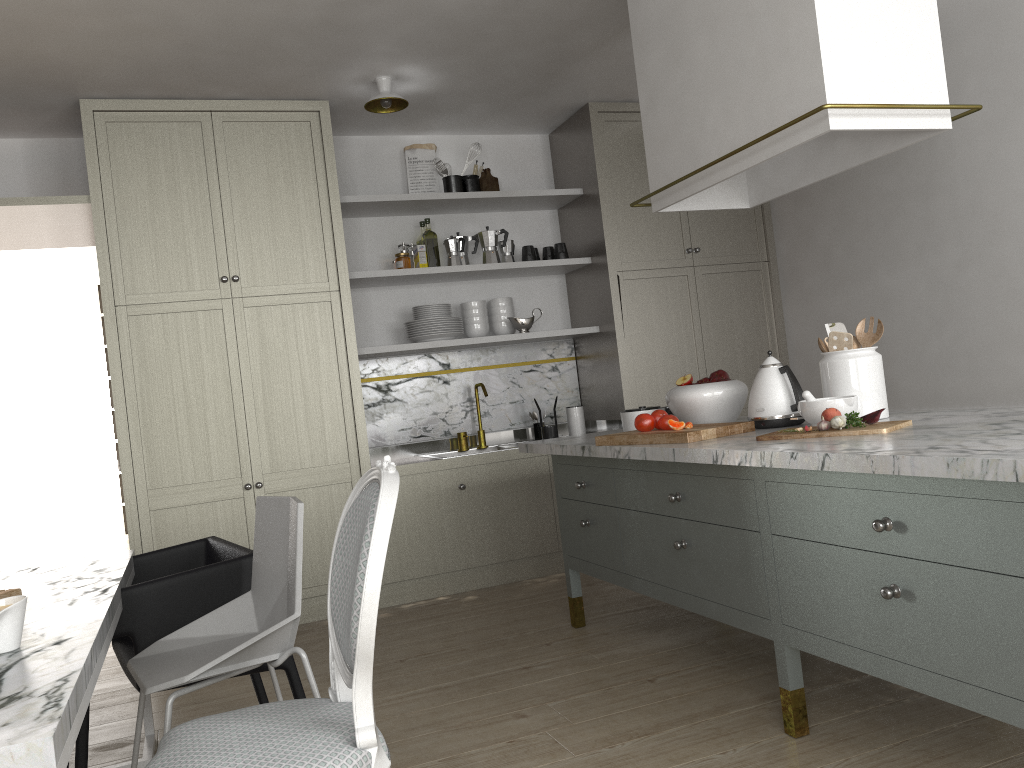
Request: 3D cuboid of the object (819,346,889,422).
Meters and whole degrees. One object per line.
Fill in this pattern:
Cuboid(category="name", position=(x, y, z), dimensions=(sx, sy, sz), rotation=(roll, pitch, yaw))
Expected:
Cuboid(category="object", position=(1.005, 0.002, 2.612), dimensions=(0.174, 0.208, 0.174), rotation=(-7, -1, -3))

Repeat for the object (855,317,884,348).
Cuboid(category="object", position=(1.044, -0.049, 2.637), dimensions=(0.131, 0.296, 0.056), rotation=(-7, -1, -1))

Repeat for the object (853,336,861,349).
Cuboid(category="object", position=(1.040, -0.026, 2.642), dimensions=(0.050, 0.247, 0.114), rotation=(-7, -1, -16))

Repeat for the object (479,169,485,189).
Cuboid(category="object", position=(-0.148, -1.079, 4.814), dimensions=(0.092, 0.185, 0.023), rotation=(-7, -1, -10))

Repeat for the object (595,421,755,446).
Cuboid(category="object", position=(0.496, 0.154, 2.738), dimensions=(0.290, 0.030, 0.400), rotation=(-6, -1, -35))

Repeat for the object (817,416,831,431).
Cuboid(category="object", position=(0.785, 0.098, 2.235), dimensions=(0.034, 0.037, 0.033), rotation=(-6, -1, -43))

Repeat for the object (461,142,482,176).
Cuboid(category="object", position=(-0.219, -1.176, 4.659), dimensions=(0.135, 0.187, 0.070), rotation=(-6, -1, -17))

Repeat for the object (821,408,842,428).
Cuboid(category="object", position=(0.839, 0.087, 2.322), dimensions=(0.050, 0.051, 0.090), rotation=(-7, -1, 33))

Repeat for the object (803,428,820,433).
Cuboid(category="object", position=(0.759, 0.117, 2.247), dimensions=(0.043, 0.008, 0.059), rotation=(-7, -1, 21))

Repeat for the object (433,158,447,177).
Cuboid(category="object", position=(-0.366, -1.109, 4.636), dimensions=(0.085, 0.148, 0.050), rotation=(-6, -1, -18))

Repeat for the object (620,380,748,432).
Cuboid(category="object", position=(0.617, 0.081, 3.098), dimensions=(0.364, 0.156, 0.491), rotation=(-6, -1, -44))

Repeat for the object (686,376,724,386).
Cuboid(category="object", position=(0.650, 0.016, 2.994), dimensions=(0.135, 0.074, 0.154), rotation=(-6, -1, -25))

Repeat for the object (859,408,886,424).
Cuboid(category="object", position=(0.912, 0.084, 2.252), dimensions=(0.049, 0.039, 0.057), rotation=(-6, -1, -24))

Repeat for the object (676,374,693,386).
Cuboid(category="object", position=(0.589, -0.009, 3.032), dimensions=(0.061, 0.048, 0.054), rotation=(-7, -1, 33))

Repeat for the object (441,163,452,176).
Cuboid(category="object", position=(-0.333, -1.112, 4.728), dimensions=(0.085, 0.148, 0.050), rotation=(-7, -1, 42))

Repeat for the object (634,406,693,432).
Cuboid(category="object", position=(0.475, 0.104, 2.737), dimensions=(0.135, 0.079, 0.194), rotation=(-6, -1, -32))

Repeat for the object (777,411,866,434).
Cuboid(category="object", position=(0.788, 0.102, 2.258), dimensions=(0.224, 0.058, 0.116), rotation=(-7, -1, 15))

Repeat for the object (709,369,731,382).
Cuboid(category="object", position=(0.705, -0.003, 2.980), dimensions=(0.071, 0.091, 0.167), rotation=(-7, -1, 5))

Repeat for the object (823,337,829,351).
Cuboid(category="object", position=(1.007, -0.023, 2.651), dimensions=(0.118, 0.250, 0.033), rotation=(-7, -1, 20))

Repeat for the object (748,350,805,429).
Cuboid(category="object", position=(0.807, 0.014, 2.730), dimensions=(0.178, 0.236, 0.204), rotation=(-7, -1, 16))

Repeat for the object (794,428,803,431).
Cuboid(category="object", position=(0.740, 0.119, 2.297), dimensions=(0.028, 0.010, 0.015), rotation=(-7, -1, 44))

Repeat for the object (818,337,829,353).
Cuboid(category="object", position=(0.970, -0.020, 2.618), dimensions=(0.061, 0.251, 0.117), rotation=(-6, -1, -41))

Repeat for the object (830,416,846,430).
Cuboid(category="object", position=(0.812, 0.096, 2.206), dimensions=(0.037, 0.036, 0.035), rotation=(-6, -1, -32))

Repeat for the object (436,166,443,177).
Cuboid(category="object", position=(-0.343, -1.069, 4.703), dimensions=(0.098, 0.199, 0.059), rotation=(-7, -1, -1))

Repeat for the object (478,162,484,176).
Cuboid(category="object", position=(-0.189, -1.093, 4.756), dimensions=(0.106, 0.191, 0.016), rotation=(-7, -1, -10))

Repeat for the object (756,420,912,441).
Cuboid(category="object", position=(0.824, 0.120, 2.274), dimensions=(0.330, 0.012, 0.220), rotation=(-7, -1, 40))

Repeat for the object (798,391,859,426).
Cuboid(category="object", position=(0.882, 0.066, 2.488), dimensions=(0.172, 0.110, 0.159), rotation=(-7, -1, 25))

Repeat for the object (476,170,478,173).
Cuboid(category="object", position=(-0.204, -1.083, 4.768), dimensions=(0.079, 0.202, 0.023), rotation=(-6, -1, -40))

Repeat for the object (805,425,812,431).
Cuboid(category="object", position=(0.759, 0.113, 2.265), dimensions=(0.013, 0.017, 0.030), rotation=(-7, -1, -12))

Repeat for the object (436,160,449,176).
Cuboid(category="object", position=(-0.323, -1.070, 4.624), dimensions=(0.132, 0.185, 0.039), rotation=(-6, -1, -30))

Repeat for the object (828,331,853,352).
Cuboid(category="object", position=(0.955, -0.023, 2.599), dimensions=(0.054, 0.262, 0.149), rotation=(-7, -1, -6))

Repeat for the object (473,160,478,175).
Cuboid(category="object", position=(-0.204, -1.084, 4.724), dimensions=(0.083, 0.201, 0.023), rotation=(-7, -1, 35))

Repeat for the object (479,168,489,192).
Cuboid(category="object", position=(-0.128, -1.080, 4.803), dimensions=(0.092, 0.183, 0.038), rotation=(-7, -1, -10))

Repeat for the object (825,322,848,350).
Cuboid(category="object", position=(1.001, -0.043, 2.623), dimensions=(0.064, 0.290, 0.141), rotation=(-7, -1, -7))
